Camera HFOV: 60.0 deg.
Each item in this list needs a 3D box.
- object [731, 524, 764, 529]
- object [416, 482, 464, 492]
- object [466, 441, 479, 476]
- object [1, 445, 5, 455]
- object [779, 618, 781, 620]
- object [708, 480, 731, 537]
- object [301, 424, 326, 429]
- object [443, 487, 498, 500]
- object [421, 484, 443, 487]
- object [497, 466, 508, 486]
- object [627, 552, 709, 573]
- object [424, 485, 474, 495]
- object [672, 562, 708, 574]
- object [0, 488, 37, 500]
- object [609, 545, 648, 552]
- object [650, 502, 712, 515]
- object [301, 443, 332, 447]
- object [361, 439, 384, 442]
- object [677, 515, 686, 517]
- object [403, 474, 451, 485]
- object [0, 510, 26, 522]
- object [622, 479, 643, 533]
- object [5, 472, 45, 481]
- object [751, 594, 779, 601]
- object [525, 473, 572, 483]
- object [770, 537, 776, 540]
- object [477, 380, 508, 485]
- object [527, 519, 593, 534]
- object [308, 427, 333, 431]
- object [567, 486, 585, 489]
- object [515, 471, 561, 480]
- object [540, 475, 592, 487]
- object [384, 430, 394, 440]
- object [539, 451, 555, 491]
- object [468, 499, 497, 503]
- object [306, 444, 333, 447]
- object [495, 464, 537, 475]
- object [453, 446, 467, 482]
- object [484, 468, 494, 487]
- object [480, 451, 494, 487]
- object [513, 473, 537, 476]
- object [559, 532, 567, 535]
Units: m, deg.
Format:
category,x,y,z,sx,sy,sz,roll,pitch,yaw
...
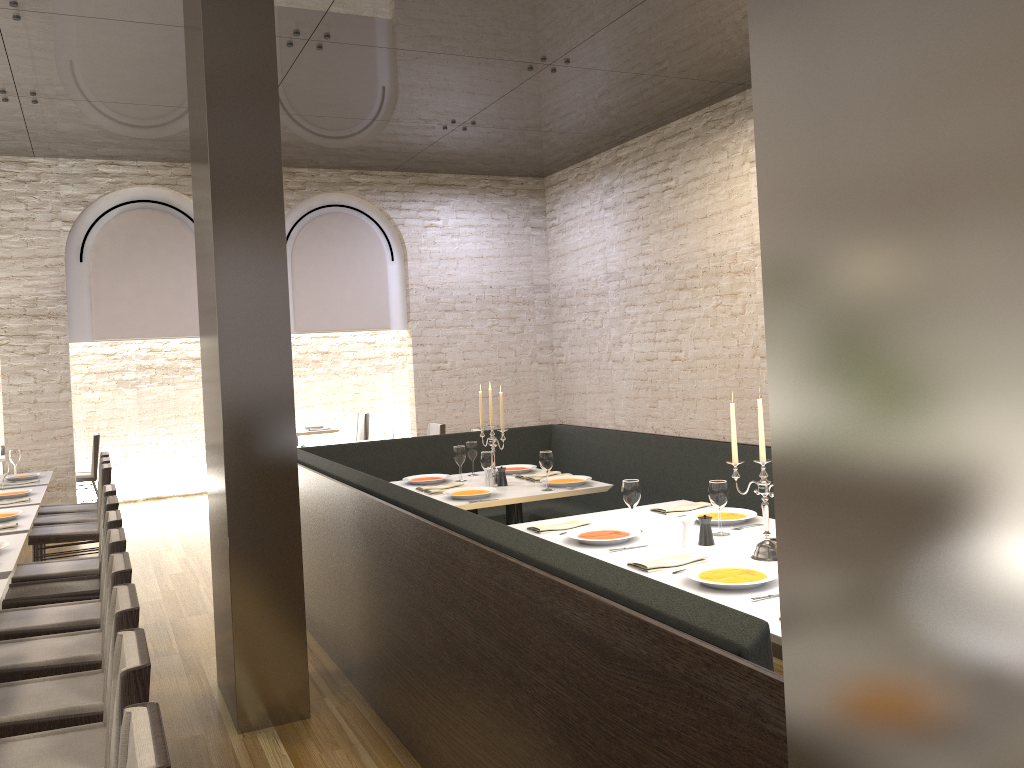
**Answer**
category,x,y,z,sx,sy,sz,roll,pitch,yaw
object,1.046,0.628,3.925,0.181,0.015,0.038,-4,2,-24
object,-0.452,0.646,5.556,0.273,0.033,0.142,-4,2,-25
object,-0.271,0.512,6.065,0.086,0.231,0.086,-3,0,35
object,-5.525,0.718,9.624,0.059,0.109,0.059,-3,0,-23
object,0.941,0.681,2.610,0.273,0.033,0.142,-4,2,-25
object,0.892,0.533,3.813,0.086,0.231,0.086,-3,0,-13
object,-2.487,0.542,11.137,0.321,0.036,0.322,-3,2,10
object,-0.242,0.642,5.173,0.321,0.036,0.322,-1,3,41
object,-0.492,0.647,5.684,0.185,0.010,0.017,-4,2,-25
object,-0.062,0.577,5.536,0.069,0.126,0.069,-3,0,17
object,0.589,0.672,3.354,0.273,0.033,0.142,-4,2,-25
object,-0.386,0.648,5.416,0.273,0.033,0.142,-4,2,-25
object,0.662,0.673,3.245,0.181,0.015,0.038,-4,2,-24
object,-3.512,0.776,6.213,0.321,0.036,0.322,-3,2,12
object,0.478,0.671,3.631,0.185,0.010,0.017,-4,2,-25
object,0.843,0.620,4.425,0.273,0.033,0.142,-4,2,-25
object,-1.936,0.607,8.765,0.273,0.033,0.142,-4,2,-25
object,-1.320,0.570,8.677,0.321,0.036,0.322,-2,2,21
object,0.877,0.626,4.284,0.185,0.010,0.017,-4,2,-25
object,-0.560,0.634,5.848,0.322,0.036,0.321,-4,2,-30
object,-3.041,0.788,5.216,0.321,0.036,0.322,-3,2,12
object,0.538,0.546,3.964,0.086,0.231,0.086,-3,0,-13
object,-3.999,0.764,7.244,0.321,0.036,0.322,-3,2,12
object,0.846,0.680,2.854,0.185,0.010,0.017,-4,2,-25
object,0.238,0.604,5.705,0.273,0.033,0.142,-4,2,-25
object,1.210,0.629,3.648,0.273,0.033,0.142,-4,2,-25
object,-0.126,0.305,5.660,0.131,0.657,0.390,-3,0,-14
object,0.222,0.663,4.131,0.273,0.033,0.142,-4,2,-25
object,-2.334,0.553,10.811,0.273,0.033,0.142,-4,2,-25
object,0.406,0.612,5.277,0.181,0.015,0.038,-4,2,-24
object,0.172,0.603,5.845,0.273,0.033,0.142,-4,2,-25
object,0.332,0.602,5.443,0.321,0.036,0.322,-1,3,41
object,-1.026,0.502,7.406,0.086,0.231,0.086,-3,0,5
object,0.207,0.516,5.262,0.086,0.231,0.086,-3,0,11
object,-0.161,0.655,4.983,0.185,0.010,0.017,-4,2,-25
object,-1.806,0.604,8.449,0.321,0.036,0.322,-2,2,21
object,0.013,0.594,6.117,0.321,0.036,0.322,-2,2,23
object,-0.341,0.524,5.823,0.086,0.231,0.086,-3,0,11
object,-0.145,0.582,5.523,0.069,0.126,0.069,-3,0,17
object,-0.147,0.529,5.413,0.086,0.231,0.086,-3,0,11
object,0.087,0.604,5.953,0.181,0.015,0.038,-4,2,-24
object,0.294,0.664,4.021,0.181,0.015,0.038,-4,2,-24
